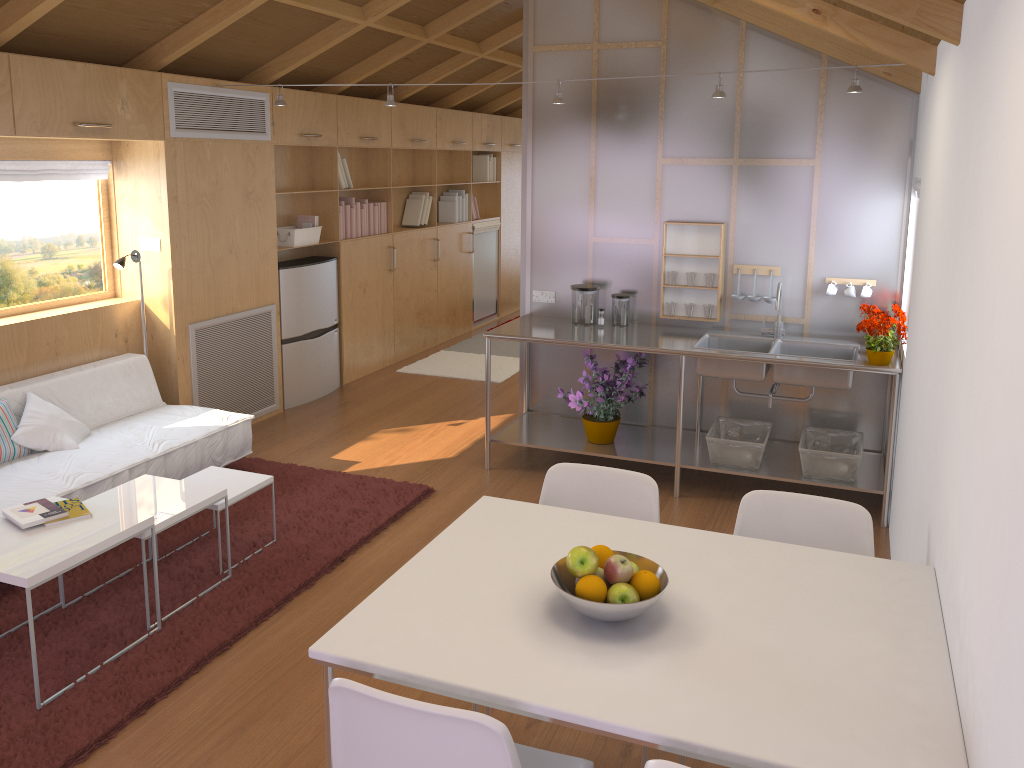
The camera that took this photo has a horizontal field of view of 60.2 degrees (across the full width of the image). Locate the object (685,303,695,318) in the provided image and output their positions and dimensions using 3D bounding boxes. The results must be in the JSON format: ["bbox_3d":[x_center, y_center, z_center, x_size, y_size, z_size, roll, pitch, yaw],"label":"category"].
[{"bbox_3d":[1.004,-0.414,4.996,0.061,0.076,0.062,0,12,-4],"label":"object"}]

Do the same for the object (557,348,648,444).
[{"bbox_3d":[0.486,0.057,4.861,0.525,0.545,0.356,3,12,12],"label":"object"}]

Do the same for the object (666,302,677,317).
[{"bbox_3d":[0.907,-0.425,5.033,0.061,0.076,0.062,8,14,33],"label":"object"}]

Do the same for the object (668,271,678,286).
[{"bbox_3d":[0.909,-0.597,5.002,0.061,0.076,0.062,8,14,33],"label":"object"}]

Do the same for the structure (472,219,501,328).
[{"bbox_3d":[-0.390,-1.179,9.281,0.316,1.064,0.734,5,12,21],"label":"structure"}]

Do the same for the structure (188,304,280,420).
[{"bbox_3d":[-1.734,-0.090,5.583,0.013,0.711,0.830,4,13,21],"label":"structure"}]

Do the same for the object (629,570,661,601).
[{"bbox_3d":[0.286,0.437,1.906,0.068,0.065,0.068,-5,13,-24],"label":"object"}]

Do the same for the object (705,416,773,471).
[{"bbox_3d":[1.200,0.316,4.665,0.299,0.156,0.420,6,15,21],"label":"object"}]

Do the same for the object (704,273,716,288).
[{"bbox_3d":[1.102,-0.576,4.928,0.061,0.076,0.062,0,12,-4],"label":"object"}]

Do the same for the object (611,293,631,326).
[{"bbox_3d":[0.625,-0.426,5.089,0.114,0.174,0.114,11,15,41],"label":"object"}]

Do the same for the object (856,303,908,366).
[{"bbox_3d":[1.822,-0.256,4.371,0.233,0.231,0.697,5,15,21],"label":"object"}]

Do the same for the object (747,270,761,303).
[{"bbox_3d":[1.329,-0.536,4.841,0.075,0.180,0.075,-7,13,-36],"label":"object"}]

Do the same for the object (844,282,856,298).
[{"bbox_3d":[1.791,-0.499,4.678,0.059,0.080,0.063,7,13,28],"label":"object"}]

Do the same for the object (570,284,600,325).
[{"bbox_3d":[0.423,-0.463,5.143,0.173,0.212,0.173,9,14,34],"label":"object"}]

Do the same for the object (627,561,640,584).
[{"bbox_3d":[0.252,0.425,1.961,0.071,0.077,0.069,-7,14,-31],"label":"object"}]

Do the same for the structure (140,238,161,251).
[{"bbox_3d":[-2.052,-0.791,5.014,0.142,0.070,0.011,6,11,21],"label":"structure"}]

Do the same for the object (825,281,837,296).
[{"bbox_3d":[1.705,-0.510,4.717,0.059,0.079,0.063,5,13,21],"label":"object"}]

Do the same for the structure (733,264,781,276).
[{"bbox_3d":[1.345,-0.625,4.862,0.251,0.051,0.016,6,12,21],"label":"structure"}]

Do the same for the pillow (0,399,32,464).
[{"bbox_3d":[-2.476,0.315,3.634,0.172,0.248,1.055,5,15,21],"label":"pillow"}]

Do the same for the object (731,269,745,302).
[{"bbox_3d":[1.249,-0.545,4.872,0.075,0.180,0.075,-7,13,-36],"label":"object"}]

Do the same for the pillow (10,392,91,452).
[{"bbox_3d":[-2.175,0.178,4.178,0.267,0.248,0.351,-3,13,-14],"label":"pillow"}]

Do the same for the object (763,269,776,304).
[{"bbox_3d":[1.409,-0.528,4.810,0.075,0.180,0.075,-7,13,-36],"label":"object"}]

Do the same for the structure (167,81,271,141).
[{"bbox_3d":[-1.729,-1.617,5.287,0.013,0.296,0.915,4,14,21],"label":"structure"}]

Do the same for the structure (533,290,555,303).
[{"bbox_3d":[0.193,-0.528,5.352,0.142,0.070,0.011,6,11,21],"label":"structure"}]

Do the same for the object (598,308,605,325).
[{"bbox_3d":[0.509,-0.384,5.037,0.037,0.091,0.037,8,13,36],"label":"object"}]

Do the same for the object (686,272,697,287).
[{"bbox_3d":[1.005,-0.587,4.965,0.061,0.076,0.062,0,12,-4],"label":"object"}]

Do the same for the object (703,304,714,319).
[{"bbox_3d":[1.100,-0.404,4.958,0.061,0.076,0.062,0,12,-4],"label":"object"}]

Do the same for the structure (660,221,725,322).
[{"bbox_3d":[1.009,-0.632,4.964,0.328,0.537,0.077,5,11,21],"label":"structure"}]

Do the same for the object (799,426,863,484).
[{"bbox_3d":[1.623,0.361,4.501,0.299,0.156,0.420,6,15,21],"label":"object"}]

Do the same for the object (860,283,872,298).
[{"bbox_3d":[1.865,-0.493,4.655,0.059,0.079,0.063,5,13,21],"label":"object"}]

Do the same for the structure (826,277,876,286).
[{"bbox_3d":[1.793,-0.539,4.682,0.251,0.032,0.042,6,14,21],"label":"structure"}]

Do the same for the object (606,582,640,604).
[{"bbox_3d":[0.234,0.454,1.862,0.071,0.068,0.078,5,13,21],"label":"object"}]

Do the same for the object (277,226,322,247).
[{"bbox_3d":[-1.520,-1.047,6.257,0.203,0.121,0.354,6,15,21],"label":"object"}]
